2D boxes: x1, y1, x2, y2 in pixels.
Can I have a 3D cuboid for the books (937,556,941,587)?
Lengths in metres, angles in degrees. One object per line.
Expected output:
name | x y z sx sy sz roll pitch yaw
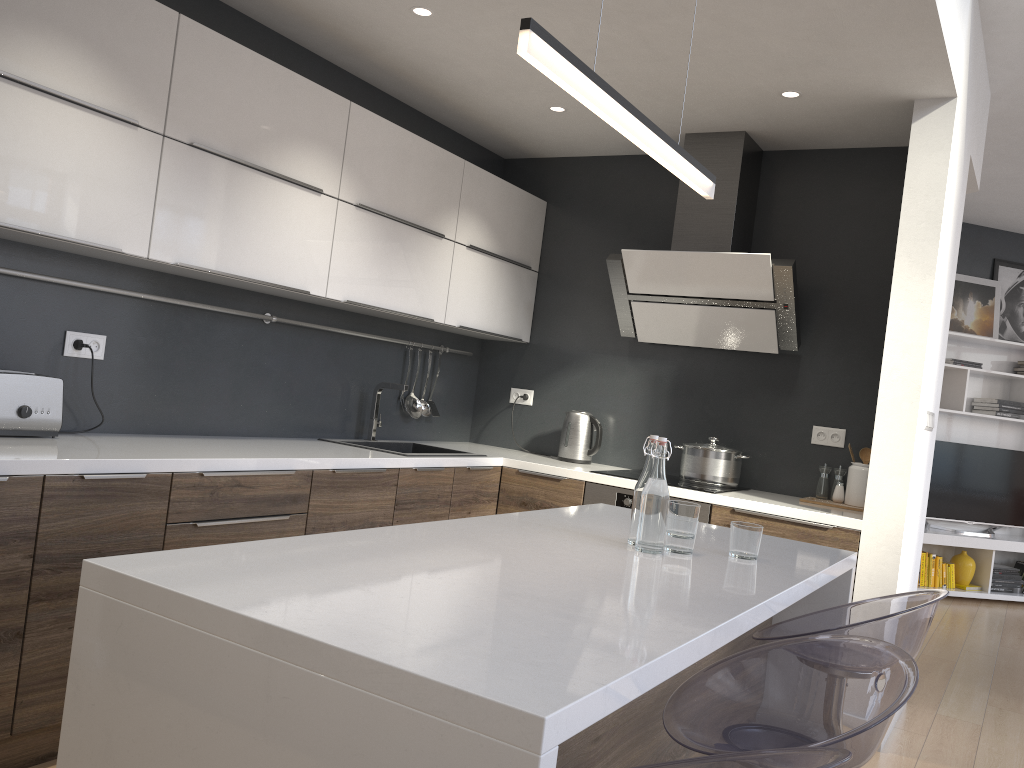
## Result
books | 3.262 1.447 6.913 0.043 0.235 0.171 7 0 -16

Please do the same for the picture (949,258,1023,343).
picture | 3.924 -0.688 7.281 1.279 0.707 0.076 7 0 -14

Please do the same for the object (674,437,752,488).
object | 0.946 0.362 4.209 0.288 0.223 0.315 7 0 -18

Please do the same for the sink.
sink | -0.491 0.266 4.106 0.512 0.518 0.626 7 0 31

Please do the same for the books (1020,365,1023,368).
books | 4.330 -0.128 7.258 0.246 0.026 0.180 7 0 -12

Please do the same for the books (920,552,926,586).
books | 3.117 1.417 6.880 0.066 0.258 0.198 7 0 -14

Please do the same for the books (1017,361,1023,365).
books | 4.327 -0.156 7.268 0.266 0.030 0.209 7 0 -21

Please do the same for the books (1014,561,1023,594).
books | 4.099 1.555 7.143 0.104 0.234 0.182 7 0 -14

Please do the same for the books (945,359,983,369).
books | 3.528 -0.160 7.056 0.310 0.047 0.250 7 0 -19

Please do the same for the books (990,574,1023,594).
books | 3.867 1.574 7.116 0.343 0.137 0.277 7 0 -19

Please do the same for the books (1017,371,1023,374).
books | 4.315 -0.076 7.263 0.264 0.020 0.189 7 0 -16

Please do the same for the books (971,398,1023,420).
books | 3.962 0.204 7.194 0.343 0.137 0.277 7 0 -19

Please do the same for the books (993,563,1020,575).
books | 3.867 1.481 7.137 0.310 0.047 0.250 7 0 -19

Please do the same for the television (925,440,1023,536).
television | 3.727 0.847 7.171 1.102 0.704 0.207 7 0 -14

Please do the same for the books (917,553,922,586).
books | 3.085 1.407 6.866 0.048 0.271 0.213 7 0 -14

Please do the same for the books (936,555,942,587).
books | 3.290 1.451 6.929 0.056 0.235 0.172 7 0 -15

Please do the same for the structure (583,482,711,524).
structure | 0.685 0.790 4.128 0.587 0.588 0.584 7 0 31

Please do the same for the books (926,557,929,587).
books | 3.167 1.440 6.874 0.042 0.230 0.156 7 0 -16

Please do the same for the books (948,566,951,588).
books | 3.367 1.495 6.905 0.049 0.169 0.113 7 0 -15

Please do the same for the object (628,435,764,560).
object | 0.457 0.272 2.105 0.323 0.267 0.148 7 0 -4

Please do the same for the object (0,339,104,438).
object | -1.505 0.004 2.773 0.191 0.319 0.562 7 0 31

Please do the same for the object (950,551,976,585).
object | 3.546 1.443 6.984 0.185 0.257 0.185 7 0 -36

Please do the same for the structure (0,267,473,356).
structure | -1.001 -0.272 3.688 0.050 0.045 3.000 7 0 31

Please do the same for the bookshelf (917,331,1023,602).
bookshelf | 3.782 0.678 7.067 3.000 2.052 0.455 7 0 -14

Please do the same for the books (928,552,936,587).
books | 3.210 1.433 6.900 0.055 0.252 0.185 7 0 -15

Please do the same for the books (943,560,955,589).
books | 3.410 1.487 6.941 0.046 0.193 0.149 7 0 -13

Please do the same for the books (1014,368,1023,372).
books | 4.317 -0.102 7.283 0.284 0.030 0.214 7 0 -11

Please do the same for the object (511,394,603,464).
object | 0.227 0.233 4.697 0.590 0.318 0.179 7 0 38

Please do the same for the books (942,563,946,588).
books | 3.324 1.479 6.915 0.056 0.188 0.138 7 0 -14

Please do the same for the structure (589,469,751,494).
structure | 0.751 0.453 4.169 0.600 0.006 0.550 7 0 31

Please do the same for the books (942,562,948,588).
books | 3.346 1.482 6.913 0.046 0.187 0.134 7 0 -14

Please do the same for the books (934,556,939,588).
books | 3.244 1.443 6.888 0.043 0.240 0.169 7 0 -15

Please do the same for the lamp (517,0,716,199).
lamp | 0.318 -0.900 1.928 0.020 0.756 0.998 7 0 31

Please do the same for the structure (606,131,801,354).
structure | 0.944 -0.684 4.248 0.898 0.998 0.407 7 0 31

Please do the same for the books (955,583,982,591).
books | 3.529 1.585 7.017 0.204 0.029 0.270 7 0 -29

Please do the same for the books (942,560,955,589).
books | 3.389 1.485 6.926 0.067 0.193 0.148 7 0 -13

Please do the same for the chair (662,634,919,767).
chair | 0.476 0.864 1.666 0.434 0.787 0.475 7 0 -6

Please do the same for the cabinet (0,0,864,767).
cabinet | -0.373 -0.099 2.487 2.402 2.501 4.694 7 0 31

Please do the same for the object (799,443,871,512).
object | 1.489 0.388 3.945 0.330 0.316 0.221 7 0 31

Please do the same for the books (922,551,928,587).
books | 3.147 1.418 6.886 0.038 0.267 0.202 7 0 -14

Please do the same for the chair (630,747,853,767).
chair | 0.179 0.824 1.202 0.475 0.787 0.434 7 0 -41

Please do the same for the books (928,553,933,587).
books | 3.188 1.429 6.883 0.041 0.252 0.180 7 0 -14

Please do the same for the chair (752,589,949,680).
chair | 0.783 0.881 2.179 0.434 0.838 0.475 7 0 29

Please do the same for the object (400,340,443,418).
object | -0.467 -0.016 4.608 0.069 0.389 0.320 7 0 32
